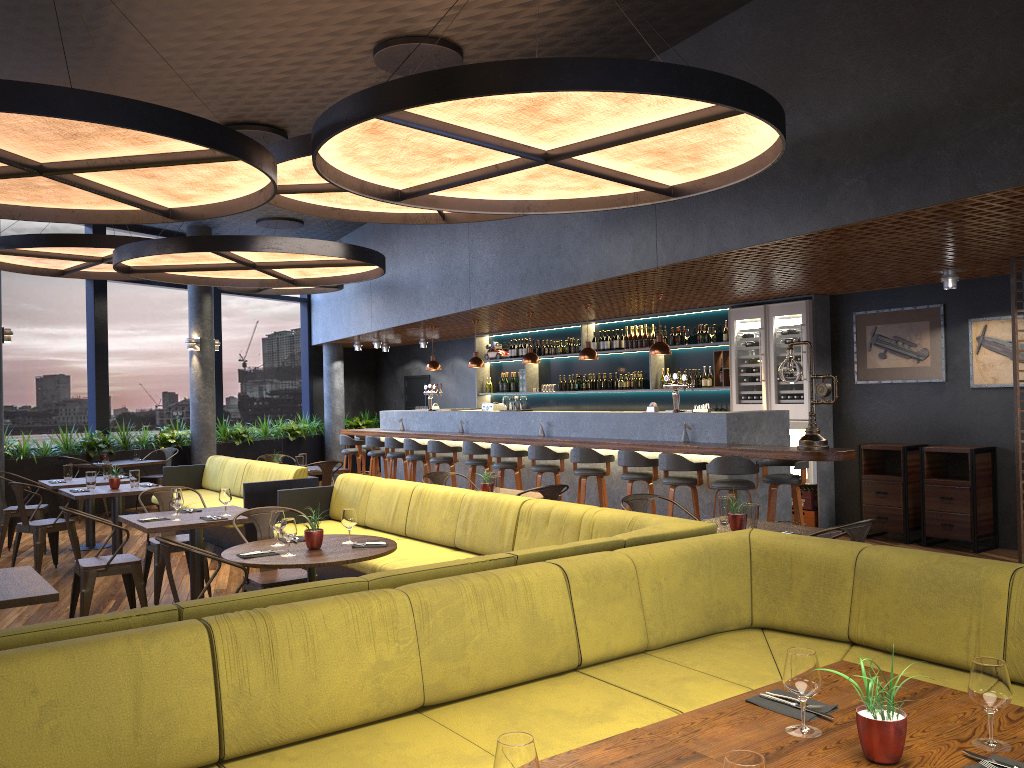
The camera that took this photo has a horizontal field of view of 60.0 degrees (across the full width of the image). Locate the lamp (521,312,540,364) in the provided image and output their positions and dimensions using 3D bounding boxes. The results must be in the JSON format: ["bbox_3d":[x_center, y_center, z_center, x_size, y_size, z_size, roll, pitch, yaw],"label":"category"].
[{"bbox_3d":[0.240,-0.605,11.697,0.250,0.673,0.250,-1,-1,-3],"label":"lamp"}]

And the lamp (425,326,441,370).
[{"bbox_3d":[-1.223,-0.550,13.712,0.250,0.673,0.250,-2,-1,41],"label":"lamp"}]

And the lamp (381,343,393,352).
[{"bbox_3d":[-2.550,-0.737,17.875,0.228,0.172,0.228,-1,-1,-36],"label":"lamp"}]

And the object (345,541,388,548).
[{"bbox_3d":[-0.864,0.950,5.260,0.255,0.019,0.157,-1,-1,-4],"label":"object"}]

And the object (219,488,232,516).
[{"bbox_3d":[-2.190,0.902,6.779,0.097,0.206,0.097,-1,-1,-44],"label":"object"}]

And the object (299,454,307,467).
[{"bbox_3d":[-2.633,0.969,11.162,0.102,0.178,0.102,-1,-1,0],"label":"object"}]

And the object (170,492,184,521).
[{"bbox_3d":[-2.484,0.906,6.574,0.097,0.206,0.097,-1,-1,-36],"label":"object"}]

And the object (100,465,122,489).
[{"bbox_3d":[-4.049,0.933,9.062,0.238,0.271,0.260,-1,-1,3],"label":"object"}]

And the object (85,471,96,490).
[{"bbox_3d":[-4.299,0.985,9.057,0.102,0.178,0.102,-1,-1,-30],"label":"object"}]

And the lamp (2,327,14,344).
[{"bbox_3d":[-6.745,-0.640,11.813,0.215,0.215,0.189,-2,-1,29],"label":"lamp"}]

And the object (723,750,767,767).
[{"bbox_3d":[0.429,0.788,1.625,0.097,0.206,0.097,-1,-1,10],"label":"object"}]

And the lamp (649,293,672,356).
[{"bbox_3d":[1.628,-0.657,9.786,0.250,0.673,0.250,-1,-1,-3],"label":"lamp"}]

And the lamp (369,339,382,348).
[{"bbox_3d":[-2.497,-0.753,16.423,0.228,0.172,0.228,-1,-1,-36],"label":"lamp"}]

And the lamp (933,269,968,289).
[{"bbox_3d":[4.146,-0.989,8.395,0.228,0.172,0.228,-1,-1,-36],"label":"lamp"}]

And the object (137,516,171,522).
[{"bbox_3d":[-2.651,1.005,6.614,0.255,0.019,0.157,-1,-1,-36],"label":"object"}]

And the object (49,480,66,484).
[{"bbox_3d":[-5.095,1.092,9.931,0.157,0.019,0.255,-1,-1,-36],"label":"object"}]

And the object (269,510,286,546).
[{"bbox_3d":[-1.414,0.869,5.351,0.097,0.206,0.097,-1,-1,-11],"label":"object"}]

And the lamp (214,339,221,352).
[{"bbox_3d":[-5.004,-0.646,14.938,0.215,0.215,0.189,-2,-1,33],"label":"lamp"}]

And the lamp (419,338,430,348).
[{"bbox_3d":[-1.663,-0.770,16.653,0.228,0.172,0.228,-1,-1,-36],"label":"lamp"}]

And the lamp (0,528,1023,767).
[{"bbox_3d":[2.181,0.276,3.625,9.057,2.714,3.017,-1,-1,-36],"label":"lamp"}]

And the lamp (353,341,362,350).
[{"bbox_3d":[-2.973,-0.735,17.108,0.228,0.172,0.228,-1,-1,-36],"label":"lamp"}]

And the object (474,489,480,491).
[{"bbox_3d":[-0.359,0.964,7.970,0.255,0.019,0.157,-1,-1,-36],"label":"object"}]

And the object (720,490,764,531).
[{"bbox_3d":[1.380,0.772,5.484,0.260,0.271,0.238,-1,-1,-35],"label":"object"}]

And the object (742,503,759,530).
[{"bbox_3d":[1.439,0.815,5.349,0.102,0.178,0.102,-2,-1,40],"label":"object"}]

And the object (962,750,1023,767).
[{"bbox_3d":[1.126,0.870,1.988,0.157,0.019,0.255,-1,-1,-36],"label":"object"}]

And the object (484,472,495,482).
[{"bbox_3d":[-0.197,0.880,7.918,0.102,0.178,0.102,-1,-1,0],"label":"object"}]

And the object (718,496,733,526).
[{"bbox_3d":[1.380,0.820,5.720,0.102,0.178,0.102,-2,-1,40],"label":"object"}]

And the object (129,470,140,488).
[{"bbox_3d":[-3.879,0.976,9.116,0.102,0.178,0.102,-2,-1,20],"label":"object"}]

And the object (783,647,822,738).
[{"bbox_3d":[0.745,0.788,2.273,0.097,0.206,0.097,-1,-1,10],"label":"object"}]

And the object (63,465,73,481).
[{"bbox_3d":[-5.058,1.013,10.102,0.102,0.178,0.102,-2,-1,30],"label":"object"}]

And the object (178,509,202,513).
[{"bbox_3d":[-2.567,1.007,7.061,0.157,0.019,0.255,-1,-1,-36],"label":"object"}]

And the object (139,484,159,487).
[{"bbox_3d":[-3.779,1.055,9.250,0.157,0.019,0.255,-1,-1,-36],"label":"object"}]

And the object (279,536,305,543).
[{"bbox_3d":[-1.352,0.963,5.514,0.157,0.019,0.255,-1,-1,-29],"label":"object"}]

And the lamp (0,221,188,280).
[{"bbox_3d":[-5.079,-2.043,10.987,2.778,1.159,2.778,-1,-1,0],"label":"lamp"}]

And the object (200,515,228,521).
[{"bbox_3d":[-2.229,0.995,6.608,0.157,0.019,0.255,-1,-1,-36],"label":"object"}]

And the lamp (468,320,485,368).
[{"bbox_3d":[-0.522,-0.577,12.747,0.250,0.673,0.250,-1,-1,-3],"label":"lamp"}]

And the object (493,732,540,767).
[{"bbox_3d":[0.010,0.799,1.739,0.097,0.206,0.097,-1,-1,10],"label":"object"}]

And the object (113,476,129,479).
[{"bbox_3d":[-4.538,1.083,10.295,0.157,0.019,0.255,-1,-1,-36],"label":"object"}]

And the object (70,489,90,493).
[{"bbox_3d":[-4.336,1.064,8.886,0.157,0.019,0.255,-1,-1,-36],"label":"object"}]

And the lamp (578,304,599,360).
[{"bbox_3d":[0.918,-0.630,10.764,0.250,0.673,0.250,-1,-1,-3],"label":"lamp"}]

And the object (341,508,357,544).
[{"bbox_3d":[-0.988,0.860,5.385,0.097,0.206,0.097,-1,-1,6],"label":"object"}]

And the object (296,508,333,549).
[{"bbox_3d":[-1.155,0.826,5.202,0.238,0.271,0.260,-1,-1,-14],"label":"object"}]

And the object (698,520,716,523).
[{"bbox_3d":[1.227,0.904,5.785,0.255,0.019,0.157,-1,-1,-36],"label":"object"}]

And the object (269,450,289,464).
[{"bbox_3d":[-2.850,0.924,10.757,0.238,0.271,0.260,-1,-1,-31],"label":"object"}]

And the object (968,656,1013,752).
[{"bbox_3d":[1.164,0.777,2.159,0.097,0.206,0.097,-1,-1,10],"label":"object"}]

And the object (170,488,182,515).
[{"bbox_3d":[-2.609,0.913,6.893,0.097,0.206,0.097,-1,-1,-44],"label":"object"}]

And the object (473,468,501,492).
[{"bbox_3d":[-0.210,0.831,7.694,0.238,0.271,0.260,-1,-1,-14],"label":"object"}]

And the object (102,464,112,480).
[{"bbox_3d":[-4.638,1.004,10.162,0.102,0.178,0.102,-2,-1,30],"label":"object"}]

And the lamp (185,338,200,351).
[{"bbox_3d":[-5.220,-0.647,14.417,0.215,0.215,0.189,-1,-1,15],"label":"lamp"}]

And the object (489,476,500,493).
[{"bbox_3d":[-0.147,0.874,7.534,0.102,0.178,0.102,-2,-1,40],"label":"object"}]

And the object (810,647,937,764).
[{"bbox_3d":[0.874,0.747,2.102,0.238,0.271,0.260,-1,-1,-14],"label":"object"}]

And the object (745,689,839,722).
[{"bbox_3d":[0.787,0.882,2.441,0.157,0.019,0.255,-1,-1,-36],"label":"object"}]

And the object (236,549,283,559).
[{"bbox_3d":[-1.425,0.960,5.044,0.255,0.019,0.157,-1,-1,-34],"label":"object"}]

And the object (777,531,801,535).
[{"bbox_3d":[1.576,0.891,5.250,0.255,0.019,0.157,-1,-1,-36],"label":"object"}]

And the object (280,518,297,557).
[{"bbox_3d":[-1.259,0.862,4.998,0.097,0.206,0.097,-1,-1,3],"label":"object"}]
